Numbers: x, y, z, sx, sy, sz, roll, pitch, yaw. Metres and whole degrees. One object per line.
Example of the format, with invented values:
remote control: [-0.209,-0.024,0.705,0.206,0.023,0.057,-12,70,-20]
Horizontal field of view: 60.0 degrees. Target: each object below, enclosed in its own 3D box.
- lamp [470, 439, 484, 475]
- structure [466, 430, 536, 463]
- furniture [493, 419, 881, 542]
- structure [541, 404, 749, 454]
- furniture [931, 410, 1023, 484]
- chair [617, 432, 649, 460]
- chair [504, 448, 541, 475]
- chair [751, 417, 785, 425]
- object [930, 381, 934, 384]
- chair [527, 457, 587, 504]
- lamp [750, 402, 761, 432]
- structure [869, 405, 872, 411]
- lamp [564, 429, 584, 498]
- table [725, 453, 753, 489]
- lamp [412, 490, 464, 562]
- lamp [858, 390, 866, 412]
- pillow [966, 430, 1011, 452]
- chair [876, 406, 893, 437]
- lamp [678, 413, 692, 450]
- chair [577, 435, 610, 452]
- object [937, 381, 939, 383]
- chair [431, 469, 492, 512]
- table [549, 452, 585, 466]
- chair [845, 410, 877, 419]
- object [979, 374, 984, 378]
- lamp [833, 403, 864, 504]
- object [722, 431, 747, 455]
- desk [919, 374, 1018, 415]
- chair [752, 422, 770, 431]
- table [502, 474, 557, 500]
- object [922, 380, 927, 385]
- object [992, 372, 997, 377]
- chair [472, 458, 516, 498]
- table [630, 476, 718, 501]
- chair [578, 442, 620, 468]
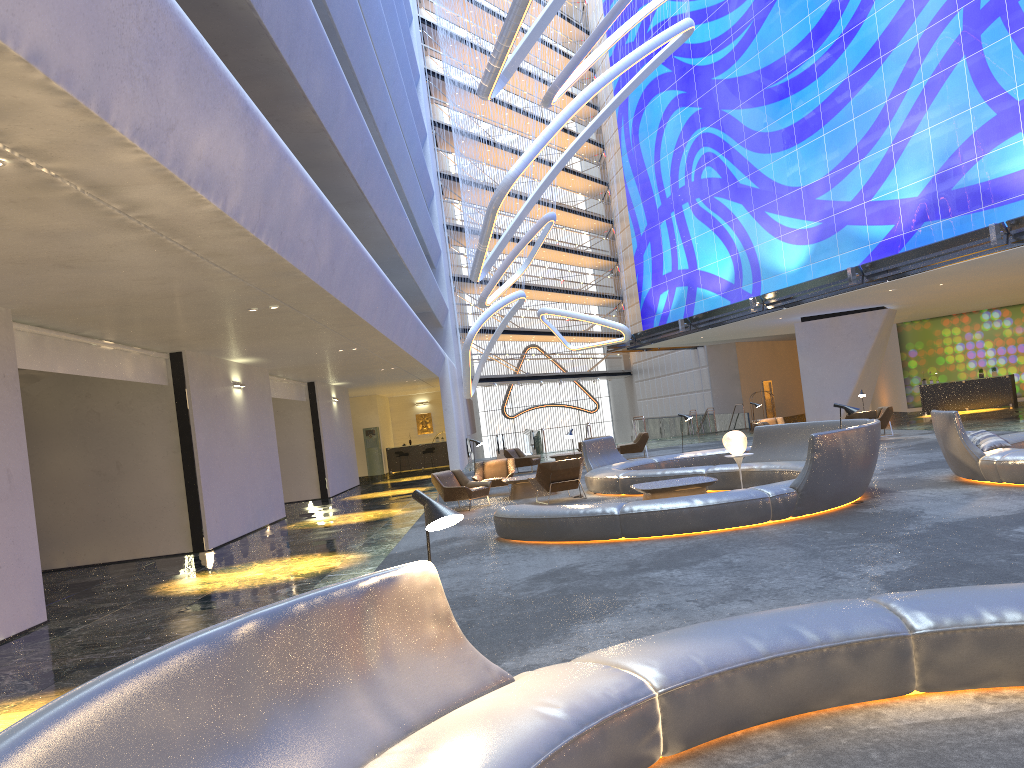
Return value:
lamp: [-0.737,1.843,19.550,0.384,1.300,0.202,-7,-1,16]
structure: [-0.184,6.734,48.617,3.016,8.235,19.845,-7,-2,-1]
furniture: [3.189,1.303,14.918,5.191,0.969,9.923,-8,-3,16]
structure: [6.199,6.012,49.155,9.303,8.395,19.749,-7,-2,-1]
furniture: [8.821,0.374,9.322,5.182,0.969,9.941,-7,-2,-9]
chair: [3.641,1.883,26.617,0.939,0.766,0.930,-7,-2,1]
chair: [0.319,2.280,26.433,0.940,0.766,0.928,-8,-2,24]
chair: [7.364,1.369,25.235,0.930,0.766,0.939,-7,-2,5]
object: [15.347,-0.067,32.409,0.108,0.108,0.111,-8,-2,33]
chair: [0.856,1.784,16.381,0.928,0.766,0.940,-6,-2,-17]
lamp: [6.994,1.146,25.288,0.384,1.300,0.202,-7,-1,16]
structure: [15.022,0.333,37.794,1.021,2.050,0.774,-7,-1,-23]
lamp: [1.161,1.485,16.615,0.202,1.300,0.384,-7,-1,15]
table: [3.611,1.412,13.982,0.418,0.595,0.428,-7,-1,-2]
lamp: [-0.301,1.123,4.008,0.201,1.300,0.385,-6,-1,-42]
lamp: [8.891,0.788,22.354,0.202,1.300,0.384,-7,-1,15]
pillow: [6.308,0.750,11.907,0.693,0.262,0.877,-7,-2,7]
chair: [9.585,1.025,23.513,0.939,0.766,0.929,-7,-2,7]
lamp: [3.860,1.282,19.543,0.384,1.300,0.202,-7,-1,16]
chair: [2.646,2.064,28.011,0.931,0.766,0.938,-8,-2,26]
object: [15.513,-0.073,32.296,0.072,0.070,0.073,-8,-2,33]
chair: [-0.982,2.036,17.036,0.940,0.766,0.928,-8,-2,32]
table: [1.782,2.297,26.747,1.204,0.392,1.202,-8,-2,17]
chair: [8.587,1.087,22.119,0.928,0.766,0.940,-6,-2,-17]
object: [16.656,-0.286,31.441,0.150,0.145,0.150,-8,-2,32]
lamp: [4.309,0.874,11.306,0.384,1.300,0.201,-7,-1,16]
object: [3.510,0.928,13.956,0.367,0.387,0.318,-7,-1,6]
desk: [16.430,0.388,31.963,2.984,1.097,0.812,-9,-2,38]
chair: [6.749,1.339,22.775,0.940,0.766,0.928,-8,-2,32]
table: [0.408,2.099,18.218,1.203,0.392,1.204,-7,-2,-1]
object: [15.142,-0.056,32.547,0.149,0.149,0.149,-8,-2,33]
object: [17.002,-0.338,31.231,0.150,0.145,0.150,-8,-2,32]
chair: [-0.366,2.066,19.497,0.930,0.766,0.939,-7,-2,5]
table: [2.370,1.632,12.921,1.203,0.392,1.204,-7,-2,-1]
chair: [2.440,1.963,25.068,0.937,0.766,0.931,-6,-2,-39]
